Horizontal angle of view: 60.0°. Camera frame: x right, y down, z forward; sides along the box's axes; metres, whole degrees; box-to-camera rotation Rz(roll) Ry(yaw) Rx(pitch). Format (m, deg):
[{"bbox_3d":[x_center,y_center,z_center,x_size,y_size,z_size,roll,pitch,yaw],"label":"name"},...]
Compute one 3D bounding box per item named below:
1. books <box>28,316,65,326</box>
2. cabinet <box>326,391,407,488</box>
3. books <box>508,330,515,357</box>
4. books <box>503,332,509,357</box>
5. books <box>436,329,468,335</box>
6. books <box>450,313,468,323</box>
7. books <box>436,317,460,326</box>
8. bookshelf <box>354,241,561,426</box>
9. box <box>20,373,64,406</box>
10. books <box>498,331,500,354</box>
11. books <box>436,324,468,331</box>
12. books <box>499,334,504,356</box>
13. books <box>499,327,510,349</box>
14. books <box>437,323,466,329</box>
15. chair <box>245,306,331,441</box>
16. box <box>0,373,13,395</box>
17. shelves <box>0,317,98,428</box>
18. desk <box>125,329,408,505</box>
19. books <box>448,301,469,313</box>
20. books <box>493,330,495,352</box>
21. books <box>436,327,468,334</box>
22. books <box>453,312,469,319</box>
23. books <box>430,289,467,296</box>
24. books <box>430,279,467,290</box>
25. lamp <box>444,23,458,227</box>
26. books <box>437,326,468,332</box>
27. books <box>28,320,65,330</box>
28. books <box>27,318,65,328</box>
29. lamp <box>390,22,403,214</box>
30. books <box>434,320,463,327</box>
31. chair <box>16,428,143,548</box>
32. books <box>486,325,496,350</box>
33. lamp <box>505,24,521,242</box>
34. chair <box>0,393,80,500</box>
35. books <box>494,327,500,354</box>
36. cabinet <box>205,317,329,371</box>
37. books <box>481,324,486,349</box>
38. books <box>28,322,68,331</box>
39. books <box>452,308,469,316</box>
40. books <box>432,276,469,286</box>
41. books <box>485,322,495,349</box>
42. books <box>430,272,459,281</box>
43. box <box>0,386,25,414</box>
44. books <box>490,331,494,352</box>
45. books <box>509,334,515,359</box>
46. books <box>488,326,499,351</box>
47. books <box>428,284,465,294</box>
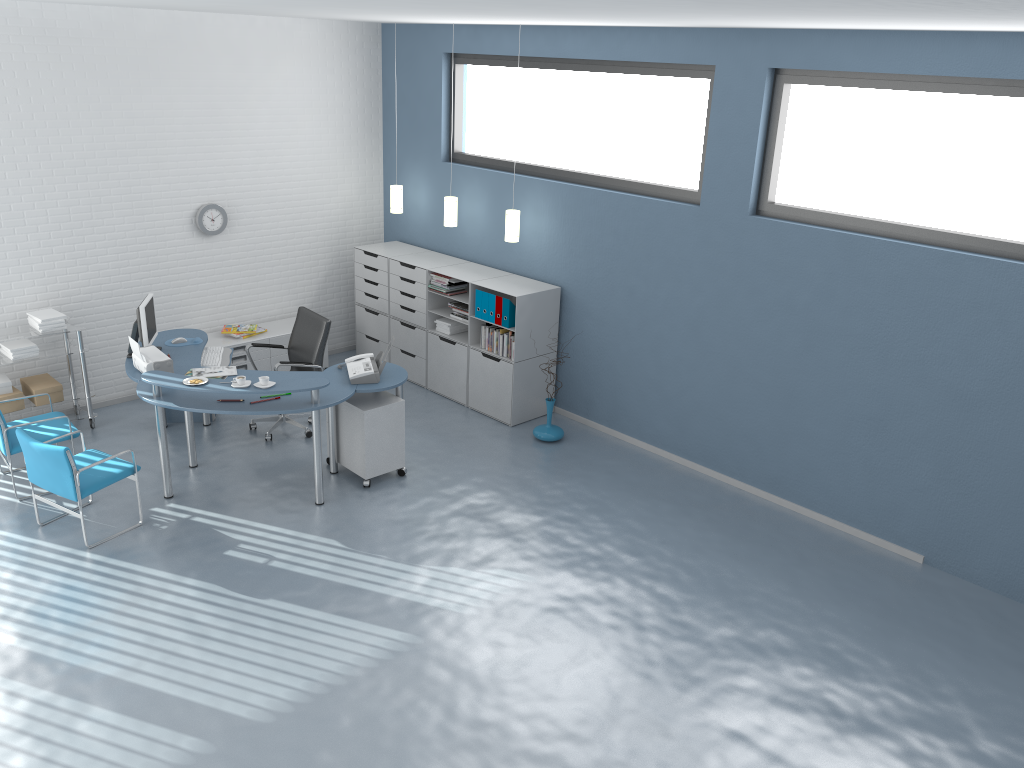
[{"bbox_3d":[-3.613,-0.505,6.884,0.190,0.015,0.270,-15,27,-39],"label":"books"},{"bbox_3d":[-1.087,0.364,6.594,0.383,0.605,0.559,-16,27,-40],"label":"cabinet"},{"bbox_3d":[0.026,-0.346,7.470,0.138,0.229,0.032,-17,28,-41],"label":"books"},{"bbox_3d":[-0.006,-0.342,7.492,0.157,0.203,0.040,-17,28,-41],"label":"books"},{"bbox_3d":[-0.533,-0.501,8.122,0.270,0.015,0.190,-17,28,-41],"label":"books"},{"bbox_3d":[-0.381,-0.594,7.846,0.212,0.034,0.265,-17,28,-41],"label":"books"},{"bbox_3d":[-0.530,-0.585,8.091,0.190,0.015,0.270,19,26,37],"label":"books"},{"bbox_3d":[-0.591,-0.548,8.291,0.521,1.141,2.294,-17,28,-41],"label":"bookshelf"},{"bbox_3d":[-3.704,0.043,6.993,0.207,0.133,0.347,-17,28,-41],"label":"box"},{"bbox_3d":[-0.062,-0.365,7.547,0.155,0.203,0.017,-17,28,-41],"label":"books"},{"bbox_3d":[-0.528,-0.540,8.100,0.270,0.015,0.190,-17,28,-41],"label":"books"},{"bbox_3d":[-0.037,-0.341,7.514,0.173,0.184,0.032,-17,28,-41],"label":"books"},{"bbox_3d":[-0.048,-0.380,7.526,0.157,0.247,0.021,-17,28,-41],"label":"books"},{"bbox_3d":[-0.523,-0.556,8.100,0.270,0.015,0.190,-15,27,-39],"label":"books"},{"bbox_3d":[-1.854,-0.073,7.180,0.652,0.948,0.584,-14,26,-37],"label":"chair"},{"bbox_3d":[-3.912,0.003,6.760,0.139,0.090,0.234,-14,26,-37],"label":"box"},{"bbox_3d":[-3.799,0.002,6.912,0.896,0.848,0.441,-16,28,-41],"label":"shelves"},{"bbox_3d":[-1.998,0.207,6.489,2.282,0.900,1.402,10,22,19],"label":"desk"},{"bbox_3d":[-0.388,-0.685,7.814,0.224,0.041,0.283,-17,28,-41],"label":"books"},{"bbox_3d":[-0.102,-0.379,7.593,0.146,0.193,0.032,-17,28,-41],"label":"books"},{"bbox_3d":[-0.533,-0.515,8.117,0.190,0.015,0.270,20,27,39],"label":"books"},{"bbox_3d":[-0.366,-0.615,7.822,0.212,0.023,0.224,-17,28,-41],"label":"books"},{"bbox_3d":[-0.569,-0.840,7.972,0.209,0.019,0.265,-17,28,-41],"label":"books"},{"bbox_3d":[-0.568,-0.901,7.948,0.212,0.044,0.265,-17,28,-41],"label":"books"},{"bbox_3d":[-0.521,-2.265,7.701,0.120,1.786,0.120,4,21,4],"label":"lamp"},{"bbox_3d":[-0.524,-0.527,8.108,0.270,0.015,0.190,-16,27,-40],"label":"books"},{"bbox_3d":[-3.617,-0.477,6.894,0.190,0.015,0.270,-16,27,-40],"label":"books"},{"bbox_3d":[-3.620,-0.493,6.893,0.190,0.015,0.270,-17,28,-41],"label":"books"},{"bbox_3d":[-1.076,-2.487,8.233,0.120,1.786,0.120,4,21,4],"label":"lamp"},{"bbox_3d":[-0.544,-0.572,8.097,0.270,0.015,0.190,-17,28,-41],"label":"books"},{"bbox_3d":[-2.742,0.593,5.658,0.542,0.707,0.543,14,23,28],"label":"chair"},{"bbox_3d":[-0.161,-0.402,7.642,0.157,0.198,0.022,-17,28,-41],"label":"books"},{"bbox_3d":[0.033,-2.042,7.169,0.120,1.786,0.120,4,21,4],"label":"lamp"},{"bbox_3d":[-3.371,0.358,6.213,0.543,0.707,0.542,-14,26,-37],"label":"chair"},{"bbox_3d":[-0.084,-0.378,7.559,0.166,0.217,0.038,-17,28,-41],"label":"books"},{"bbox_3d":[-2.357,-0.264,8.297,1.259,0.484,0.447,-17,28,-41],"label":"cabinet"},{"bbox_3d":[-0.205,-0.422,7.683,0.157,0.203,0.040,-17,28,-41],"label":"books"},{"bbox_3d":[-3.614,-0.466,6.907,0.270,0.015,0.190,20,27,39],"label":"books"},{"bbox_3d":[-0.369,-0.648,7.826,0.197,0.034,0.251,-17,28,-41],"label":"books"},{"bbox_3d":[-0.546,-0.936,7.931,0.187,0.034,0.298,-17,28,-41],"label":"books"},{"bbox_3d":[-0.173,-0.426,7.660,0.138,0.229,0.032,-17,28,-41],"label":"books"},{"bbox_3d":[-0.568,-0.967,7.926,0.212,0.024,0.258,-17,28,-41],"label":"books"},{"bbox_3d":[-3.916,0.107,6.799,0.347,0.133,0.207,19,26,37],"label":"box"},{"bbox_3d":[-0.124,-0.375,7.611,0.157,0.172,0.021,-17,28,-41],"label":"books"},{"bbox_3d":[0.038,-0.322,7.451,0.157,0.198,0.022,-17,28,-41],"label":"books"},{"bbox_3d":[-0.142,-0.397,7.623,0.157,0.203,0.032,-17,28,-41],"label":"books"},{"bbox_3d":[-0.586,-0.866,7.963,0.234,0.034,0.240,-17,28,-41],"label":"books"}]
